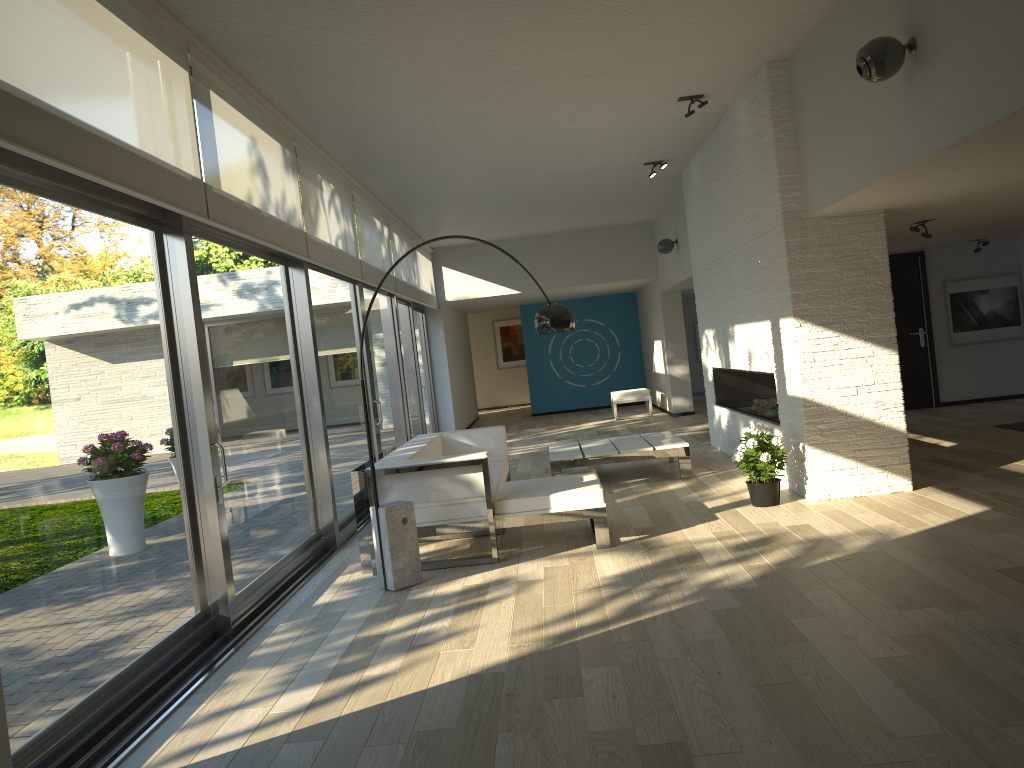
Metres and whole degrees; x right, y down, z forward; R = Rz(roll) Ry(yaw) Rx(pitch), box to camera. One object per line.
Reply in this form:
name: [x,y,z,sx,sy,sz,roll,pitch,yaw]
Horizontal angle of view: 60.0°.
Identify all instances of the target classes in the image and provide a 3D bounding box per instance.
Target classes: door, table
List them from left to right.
door: [-0.381,-0.054,10.024,19.439,2.373,22.956,-6,2,2]
table: [0.975,0.717,8.361,1.220,0.305,1.220,-6,2,2]
door: [4.756,-0.633,11.042,0.920,1.947,0.108,-6,1,2]

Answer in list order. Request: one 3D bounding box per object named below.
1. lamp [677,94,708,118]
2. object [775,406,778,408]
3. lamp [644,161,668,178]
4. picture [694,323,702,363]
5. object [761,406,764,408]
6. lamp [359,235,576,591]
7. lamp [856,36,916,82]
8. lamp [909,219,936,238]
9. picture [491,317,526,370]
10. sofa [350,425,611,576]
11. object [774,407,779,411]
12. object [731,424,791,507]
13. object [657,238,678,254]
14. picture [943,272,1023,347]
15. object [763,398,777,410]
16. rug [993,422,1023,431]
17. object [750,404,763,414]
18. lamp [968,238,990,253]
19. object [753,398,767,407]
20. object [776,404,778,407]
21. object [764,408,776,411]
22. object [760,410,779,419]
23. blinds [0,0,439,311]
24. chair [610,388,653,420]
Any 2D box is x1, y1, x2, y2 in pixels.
lamp: [1.398,-2.123,6.806,0.234,0.153,0.135,-6,1,2]
object: [2.528,0.226,8.612,0.082,0.073,0.237,-6,2,1]
lamp: [1.485,-2.209,9.125,0.234,0.153,0.135,-6,1,2]
picture: [4.266,-0.900,18.269,0.958,0.828,0.017,-6,1,2]
object: [2.449,0.235,8.605,0.076,0.076,0.236,-6,2,1]
lamp: [-0.173,0.069,5.573,0.282,2.023,1.755,-5,2,45]
lamp: [1.783,-1.536,4.180,0.315,0.203,0.201,-6,1,2]
lamp: [3.370,-1.260,7.285,0.135,0.153,0.234,-6,2,2]
picture: [0.258,-0.999,21.177,1.378,1.190,0.017,-6,1,2]
sofa: [-0.156,0.731,6.582,1.545,0.654,2.405,-6,2,2]
object: [2.429,0.255,8.068,0.076,0.076,0.236,-6,2,1]
object: [1.760,0.570,6.238,0.404,0.571,0.431,-6,2,24]
object: [2.064,-1.813,11.641,0.315,0.203,0.201,-6,1,2]
picture: [5.858,-0.921,10.970,0.958,0.828,0.017,-6,1,2]
object: [2.391,0.207,8.181,0.093,0.170,0.272,-6,2,1]
rug: [5.228,0.394,7.794,0.979,0.011,1.999,-6,2,2]
object: [2.377,0.243,8.620,0.075,0.074,0.246,-6,2,1]
lamp: [5.366,-1.582,10.161,0.234,0.153,0.135,-6,1,2]
object: [2.409,0.175,8.615,0.082,0.073,0.237,-6,2,1]
object: [2.467,0.208,8.099,0.064,0.060,0.229,-6,2,3]
object: [2.357,0.263,8.083,0.075,0.074,0.246,-6,2,1]
object: [2.313,0.274,7.894,0.075,0.074,0.245,-7,2,-19]
blinds: [-1.434,-1.424,8.181,0.056,0.983,11.533,-6,2,2]
chair: [1.972,0.328,14.683,0.611,0.442,0.610,-6,2,2]
